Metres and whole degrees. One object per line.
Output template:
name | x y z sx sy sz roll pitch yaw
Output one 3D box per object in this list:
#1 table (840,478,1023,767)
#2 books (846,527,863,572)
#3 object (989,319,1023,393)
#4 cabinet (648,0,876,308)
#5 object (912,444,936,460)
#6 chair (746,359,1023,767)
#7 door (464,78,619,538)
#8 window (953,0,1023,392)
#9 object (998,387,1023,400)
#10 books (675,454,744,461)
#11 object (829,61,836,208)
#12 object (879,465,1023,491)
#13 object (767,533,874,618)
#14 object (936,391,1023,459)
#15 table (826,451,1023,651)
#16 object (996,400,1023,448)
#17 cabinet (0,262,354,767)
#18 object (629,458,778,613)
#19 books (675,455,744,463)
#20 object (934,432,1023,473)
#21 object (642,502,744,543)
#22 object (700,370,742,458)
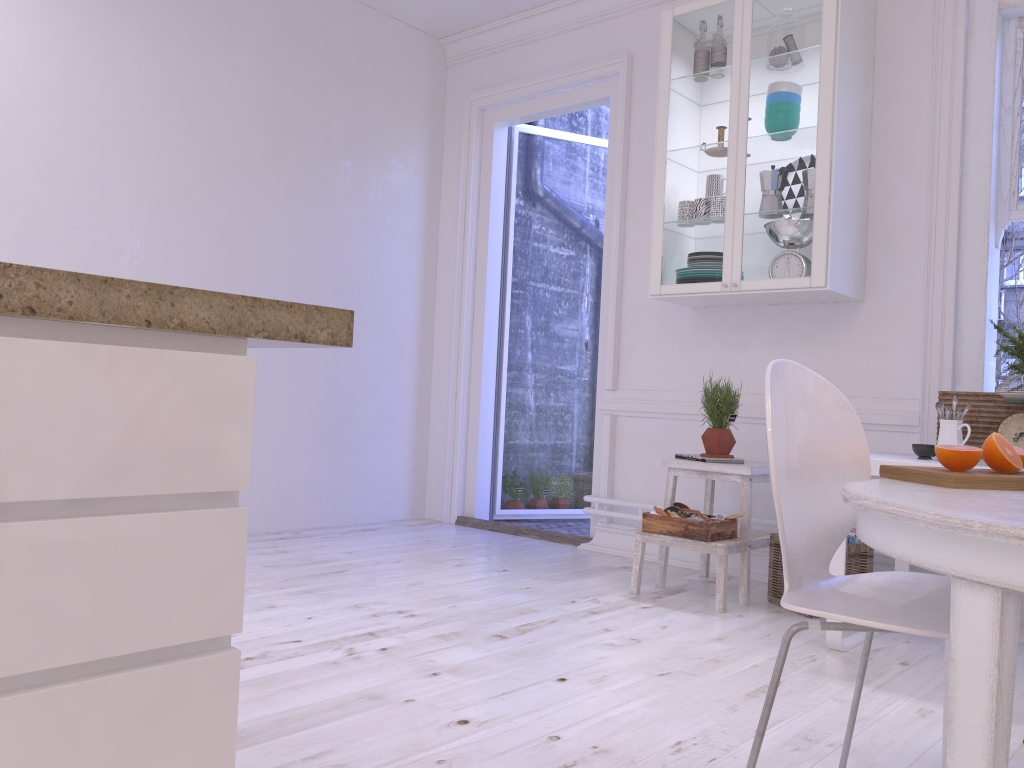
table | 1.057 0.503 1.247 1.140 0.629 1.140 3 -1 -20
books | 1.199 0.699 3.423 0.205 0.306 0.221 3 -1 -16
object | 1.761 -0.002 2.792 0.438 0.527 0.368 2 -1 41
cabinet | 1.069 -1.024 3.867 0.823 1.311 0.425 2 -1 41
object | 1.325 0.218 2.843 0.079 0.048 0.082 3 -1 1
chair | 0.662 0.382 1.470 0.483 0.845 0.604 2 -1 41
door | 0.487 -0.371 5.352 1.009 2.474 1.021 2 -1 41
window | 2.318 -0.672 3.212 1.234 1.782 0.181 2 -1 41
object | 1.729 0.034 2.984 0.163 0.047 0.164 3 -1 0
books | 0.819 0.304 3.687 0.180 0.007 0.246 3 -1 -19
object | 1.082 -1.023 3.884 0.811 0.651 0.376 2 -1 41
object | 0.905 0.177 1.650 0.347 0.024 0.224 3 -1 -9
object | 1.185 0.732 3.420 0.276 0.270 0.276 3 -1 -16
object | 1.672 0.148 3.154 0.294 0.237 0.028 2 -1 41
table | 1.736 0.568 2.616 1.514 0.619 0.736 2 -1 41
object | 1.719 0.161 2.971 0.159 0.208 0.185 2 -1 41
cabinet | -0.839 0.297 0.839 0.654 0.842 1.167 2 -1 41
object | 0.826 0.585 3.621 0.418 0.534 0.599 2 -1 41
books | 0.819 0.313 3.686 0.180 0.011 0.246 3 -1 -19
object | 0.917 0.129 1.675 0.285 0.075 0.129 3 -1 -13
object | 0.705 0.535 3.455 0.358 0.110 0.211 2 -2 43
object | 0.861 0.118 3.648 0.186 0.367 0.196 3 -1 -4
